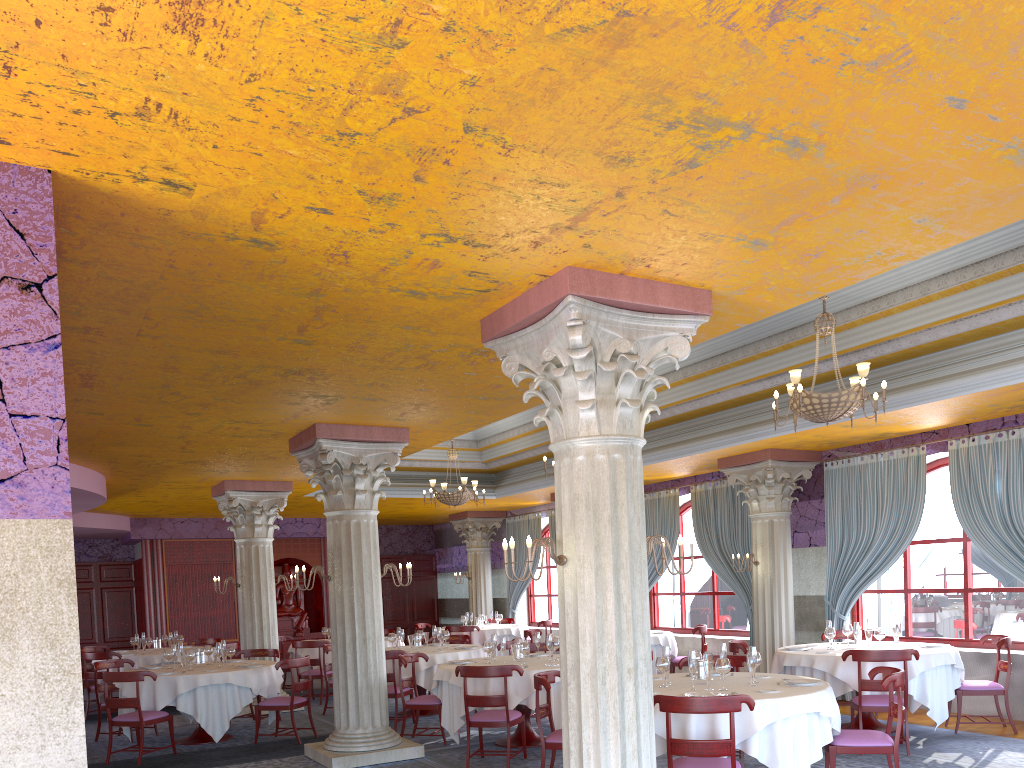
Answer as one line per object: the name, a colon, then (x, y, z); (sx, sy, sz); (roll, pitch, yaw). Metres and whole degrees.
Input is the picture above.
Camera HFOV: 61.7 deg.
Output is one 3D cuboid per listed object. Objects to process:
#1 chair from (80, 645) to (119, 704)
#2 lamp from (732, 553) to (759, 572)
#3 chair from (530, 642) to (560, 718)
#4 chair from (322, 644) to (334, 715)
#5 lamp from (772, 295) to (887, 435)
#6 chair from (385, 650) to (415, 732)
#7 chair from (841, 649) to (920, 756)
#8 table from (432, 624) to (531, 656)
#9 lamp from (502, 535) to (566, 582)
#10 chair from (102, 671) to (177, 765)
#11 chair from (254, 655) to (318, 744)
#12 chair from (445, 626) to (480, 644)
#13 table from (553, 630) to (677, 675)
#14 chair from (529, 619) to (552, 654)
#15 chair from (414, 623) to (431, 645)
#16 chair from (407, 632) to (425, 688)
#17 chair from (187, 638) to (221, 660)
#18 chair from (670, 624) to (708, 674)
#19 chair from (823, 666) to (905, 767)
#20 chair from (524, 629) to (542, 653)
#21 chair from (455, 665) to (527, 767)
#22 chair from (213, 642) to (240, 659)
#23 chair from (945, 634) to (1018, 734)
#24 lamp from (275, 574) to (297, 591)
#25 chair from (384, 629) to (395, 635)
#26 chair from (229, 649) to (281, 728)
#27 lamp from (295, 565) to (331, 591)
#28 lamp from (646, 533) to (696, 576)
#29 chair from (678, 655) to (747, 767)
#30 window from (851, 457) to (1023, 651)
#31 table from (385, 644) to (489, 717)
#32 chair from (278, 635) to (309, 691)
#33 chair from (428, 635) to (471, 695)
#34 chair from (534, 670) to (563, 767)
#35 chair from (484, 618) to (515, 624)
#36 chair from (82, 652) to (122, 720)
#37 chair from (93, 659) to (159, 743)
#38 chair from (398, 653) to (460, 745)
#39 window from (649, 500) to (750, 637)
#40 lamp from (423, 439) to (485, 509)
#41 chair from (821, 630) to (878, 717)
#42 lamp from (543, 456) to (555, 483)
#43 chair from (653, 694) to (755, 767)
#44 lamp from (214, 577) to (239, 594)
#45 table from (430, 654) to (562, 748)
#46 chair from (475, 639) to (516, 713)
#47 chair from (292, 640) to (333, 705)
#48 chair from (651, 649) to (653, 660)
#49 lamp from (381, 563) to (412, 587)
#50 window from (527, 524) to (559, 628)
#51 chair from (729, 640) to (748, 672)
chair: (-7.355, 5.232, 15.323); (0.648, 1.090, 0.752); (-3, -3, 15)
lamp: (3.444, 2.636, 12.630); (0.383, 0.273, 0.345); (5, -10, -42)
chair: (0.464, 3.989, 11.357); (0.750, 1.091, 0.648); (-3, -2, 15)
chair: (-2.547, 4.534, 13.172); (0.648, 1.090, 0.752); (-3, -3, 15)
lamp: (2.874, -0.687, 7.878); (0.962, 2.176, 0.957); (-2, 0, 15)
chair: (-1.696, 4.150, 11.664); (0.750, 1.091, 0.648); (-3, -2, 15)
chair: (3.835, 3.288, 8.930); (0.750, 1.091, 0.648); (-3, -2, 15)
table: (-0.631, 5.758, 18.598); (2.080, 0.948, 2.136); (3, -12, -28)
lamp: (0.131, 1.081, 5.293); (0.383, 0.273, 0.345); (5, -10, -42)
chair: (-4.407, 3.903, 10.101); (0.750, 1.091, 0.648); (-3, -2, 15)
chair: (-2.900, 4.036, 10.951); (0.648, 1.090, 0.752); (-3, -3, 15)
chair: (-0.957, 5.447, 17.416); (0.750, 1.091, 0.648); (-3, -2, 15)
table: (1.722, 4.698, 14.431); (2.080, 0.948, 2.136); (3, -12, -28)
chair: (0.550, 5.580, 18.265); (0.648, 1.090, 0.752); (-3, -3, 15)
chair: (-1.808, 5.831, 18.924); (0.648, 1.090, 0.752); (-3, -3, 15)
chair: (-1.820, 5.018, 15.403); (0.648, 1.090, 0.752); (-3, -3, 15)
chair: (-5.849, 5.365, 16.172); (0.750, 1.091, 0.648); (-3, -2, 15)
chair: (2.903, 4.520, 14.098); (0.648, 1.090, 0.752); (-3, -3, 15)
chair: (2.895, 2.894, 7.053); (0.648, 1.090, 0.752); (-3, -3, 15)
chair: (0.545, 4.770, 14.757); (0.648, 1.090, 0.752); (-3, -3, 15)
chair: (-0.191, 3.472, 8.999); (0.750, 1.091, 0.648); (-3, -2, 15)
chair: (-4.997, 4.981, 14.664); (0.648, 1.090, 0.752); (-3, -3, 15)
chair: (5.342, 3.421, 9.780); (0.648, 1.090, 0.752); (-3, -3, 15)
lamp: (-3.678, 3.245, 13.978); (0.383, 0.273, 0.345); (5, -10, -42)
chair: (-2.672, 5.402, 16.911); (0.750, 1.091, 0.648); (-3, -2, 15)
chair: (-3.752, 4.420, 12.459); (0.750, 1.091, 0.648); (-3, -2, 15)
lamp: (-2.211, 2.137, 9.442); (0.383, 0.273, 0.345); (5, -10, -42)
lamp: (1.013, 1.131, 5.670); (0.383, 0.273, 0.345); (5, -10, -42)
chair: (2.043, 3.278, 8.561); (0.750, 1.091, 0.648); (-3, -2, 15)
window: (5.986, 2.197, 11.267); (0.159, 2.536, 3.635); (-4, -6, -30)
table: (-1.370, 4.461, 12.846); (2.080, 0.948, 2.136); (3, -12, -28)
chair: (-4.179, 5.269, 16.062); (0.648, 1.090, 0.752); (-3, -3, 15)
chair: (-1.040, 4.667, 14.022); (0.750, 1.091, 0.648); (-3, -2, 15)
chair: (0.536, 3.145, 7.712); (0.648, 1.090, 0.752); (-3, -3, 15)
chair: (-0.302, 5.964, 19.773); (0.750, 1.091, 0.648); (-3, -2, 15)
chair: (-6.504, 4.848, 13.815); (0.750, 1.091, 0.648); (-3, -2, 15)
chair: (-5.259, 4.287, 11.610); (0.648, 1.090, 0.752); (-3, -3, 15)
chair: (-1.042, 3.856, 10.507); (0.648, 1.090, 0.752); (-3, -3, 15)
window: (3.644, 3.253, 15.414); (0.159, 2.536, 3.635); (-4, -6, -30)
lamp: (-1.030, 1.073, 14.792); (0.962, 2.176, 0.957); (-2, 0, 15)
chair: (4.490, 3.805, 11.288); (0.750, 1.091, 0.648); (-3, -2, 15)
lamp: (0.906, 0.200, 11.363); (0.962, 2.176, 0.957); (-2, 0, 15)
chair: (1.388, 2.761, 6.203); (0.750, 1.091, 0.648); (-3, -2, 15)
lamp: (-4.537, 3.184, 13.560); (0.383, 0.273, 0.345); (5, -10, -42)
table: (0.135, 3.783, 10.181); (2.080, 0.948, 2.136); (3, -12, -28)
chair: (-0.189, 4.283, 12.513); (0.648, 1.090, 0.752); (-3, -3, 15)
chair: (-3.327, 4.885, 14.553); (0.750, 1.091, 0.648); (-3, -2, 15)
chair: (1.316, 3.605, 9.848); (0.648, 1.090, 0.752); (-3, -3, 15)
lamp: (-1.329, 2.187, 9.819); (0.383, 0.273, 0.345); (5, -10, -42)
window: (1.304, 4.307, 19.559); (0.159, 2.536, 3.635); (-4, -6, -30)
chair: (2.983, 3.672, 10.439); (0.648, 1.090, 0.752); (-3, -3, 15)
